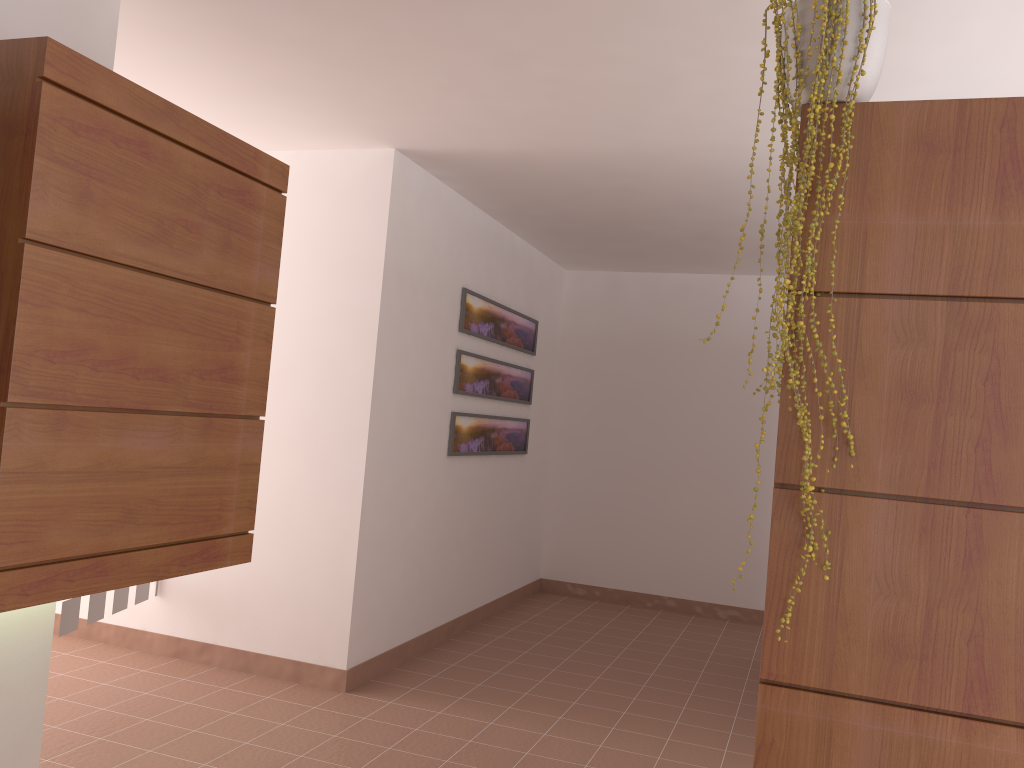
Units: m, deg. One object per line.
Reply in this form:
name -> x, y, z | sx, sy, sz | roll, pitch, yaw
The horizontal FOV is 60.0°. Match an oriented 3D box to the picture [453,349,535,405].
picture -> -0.085, -0.023, 5.626 | 0.015, 0.248, 1.408 | 4, -3, 19

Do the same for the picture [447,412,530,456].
picture -> -0.115, 0.325, 5.612 | 0.015, 0.248, 1.408 | 4, -3, 19

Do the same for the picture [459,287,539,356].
picture -> -0.055, -0.372, 5.641 | 0.015, 0.248, 1.408 | 4, -3, 19

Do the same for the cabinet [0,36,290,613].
cabinet -> -1.844, -0.251, 0.567 | 0.754, 1.200, 4.718 | 4, -3, 19

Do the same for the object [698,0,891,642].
object -> 0.601, -0.149, 1.867 | 0.297, 1.344, 0.279 | 6, -3, -22
